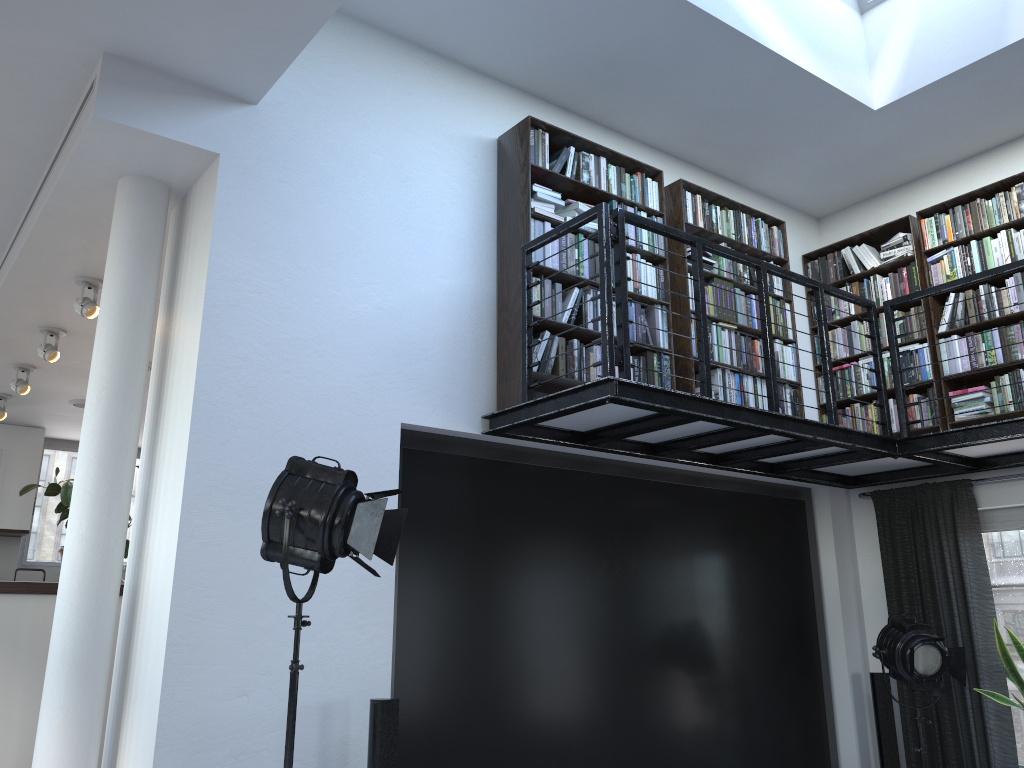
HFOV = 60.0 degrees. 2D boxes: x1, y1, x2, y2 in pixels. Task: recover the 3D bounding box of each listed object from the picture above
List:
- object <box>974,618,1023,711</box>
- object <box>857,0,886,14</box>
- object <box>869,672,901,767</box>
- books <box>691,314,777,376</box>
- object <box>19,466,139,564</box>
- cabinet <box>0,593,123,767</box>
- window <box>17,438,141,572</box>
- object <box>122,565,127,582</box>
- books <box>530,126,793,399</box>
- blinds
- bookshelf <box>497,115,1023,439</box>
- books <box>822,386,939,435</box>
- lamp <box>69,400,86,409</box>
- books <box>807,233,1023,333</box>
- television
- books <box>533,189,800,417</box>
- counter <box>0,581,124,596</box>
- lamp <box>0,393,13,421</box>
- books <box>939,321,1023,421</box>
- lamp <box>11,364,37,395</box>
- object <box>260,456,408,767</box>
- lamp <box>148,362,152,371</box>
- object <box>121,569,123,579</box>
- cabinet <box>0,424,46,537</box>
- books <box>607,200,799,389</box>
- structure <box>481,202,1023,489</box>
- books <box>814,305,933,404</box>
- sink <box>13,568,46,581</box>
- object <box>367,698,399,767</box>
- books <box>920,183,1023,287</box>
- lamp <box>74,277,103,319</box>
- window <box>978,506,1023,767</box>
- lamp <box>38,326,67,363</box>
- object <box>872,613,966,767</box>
[{"bbox_3d":[2.873,1.825,5.050,0.525,0.950,0.548,8,-18,-25],"label":"object"},{"bbox_3d":[2.444,-2.979,4.576,1.181,0.640,2.206,11,-19,-35],"label":"object"},{"bbox_3d":[2.338,2.441,5.503,0.157,1.234,0.156,7,-18,-20],"label":"object"},{"bbox_3d":[2.615,-0.896,4.028,1.165,1.419,4.353,12,-19,-35],"label":"books"},{"bbox_3d":[-2.553,0.751,5.296,0.774,0.901,0.432,-6,-18,20],"label":"object"},{"bbox_3d":[-3.354,2.121,6.228,1.494,1.184,4.141,12,-19,-35],"label":"cabinet"},{"bbox_3d":[-4.795,1.395,10.053,1.293,1.475,0.132,12,-21,-35],"label":"window"},{"bbox_3d":[-2.902,1.482,6.677,0.082,0.225,0.082,-16,-23,41],"label":"object"},{"bbox_3d":[0.901,-0.553,5.323,2.198,1.438,0.312,11,-20,-35],"label":"books"},{"bbox_3d":[3.188,1.613,4.752,0.125,2.411,2.490,13,-20,-35],"label":"blinds"},{"bbox_3d":[2.497,-0.844,3.950,3.077,1.634,4.444,11,-19,-35],"label":"bookshelf"},{"bbox_3d":[3.189,-0.778,4.494,1.281,1.444,4.403,11,-19,-34],"label":"books"},{"bbox_3d":[-4.039,0.198,8.437,0.327,0.025,0.326,-8,-17,27],"label":"lamp"},{"bbox_3d":[3.586,-0.691,4.753,0.241,1.411,4.410,12,-20,-35],"label":"books"},{"bbox_3d":[0.761,1.634,4.863,3.340,2.454,0.116,11,-21,-35],"label":"television"},{"bbox_3d":[2.173,-0.976,3.733,2.196,1.424,4.347,12,-19,-36],"label":"books"},{"bbox_3d":[-3.360,1.555,6.411,1.441,0.062,4.171,11,-19,-35],"label":"counter"},{"bbox_3d":[-4.679,0.219,8.087,0.182,0.241,0.181,11,-20,-32],"label":"lamp"},{"bbox_3d":[3.823,-0.632,4.436,0.239,1.134,3.368,13,-20,-35],"label":"books"},{"bbox_3d":[-3.983,-0.024,7.197,0.182,0.241,0.181,11,-20,-32],"label":"lamp"},{"bbox_3d":[-0.651,1.025,2.997,0.544,1.596,0.604,-2,-17,7],"label":"object"},{"bbox_3d":[-3.050,-0.147,7.173,0.327,0.025,0.326,9,-18,-30],"label":"lamp"},{"bbox_3d":[-2.934,1.454,6.575,0.082,0.225,0.082,-16,-23,42],"label":"object"},{"bbox_3d":[-3.862,1.184,6.310,7.200,3.034,7.249,11,-19,-35],"label":"cabinet"},{"bbox_3d":[2.410,-0.799,3.874,1.592,1.152,4.306,12,-19,-36],"label":"books"},{"bbox_3d":[1.884,0.645,3.021,4.598,3.391,4.457,12,-20,-35],"label":"structure"},{"bbox_3d":[3.590,-0.701,4.759,0.226,1.427,4.405,13,-20,-35],"label":"books"},{"bbox_3d":[-4.166,1.928,7.947,0.646,0.525,0.542,12,-20,-35],"label":"sink"},{"bbox_3d":[-0.538,1.882,3.454,0.157,1.234,0.156,-11,-20,32],"label":"object"},{"bbox_3d":[3.594,-0.975,4.852,0.212,0.836,2.618,12,-20,-35],"label":"books"},{"bbox_3d":[-2.591,-0.511,5.417,0.182,0.241,0.181,11,-20,-32],"label":"lamp"},{"bbox_3d":[3.233,1.495,5.094,0.132,1.623,1.159,13,-21,-35],"label":"window"},{"bbox_3d":[-3.287,-0.268,6.307,0.182,0.241,0.181,11,-20,-32],"label":"lamp"},{"bbox_3d":[3.174,1.913,4.256,2.894,1.595,0.748,-12,-20,35],"label":"object"}]
